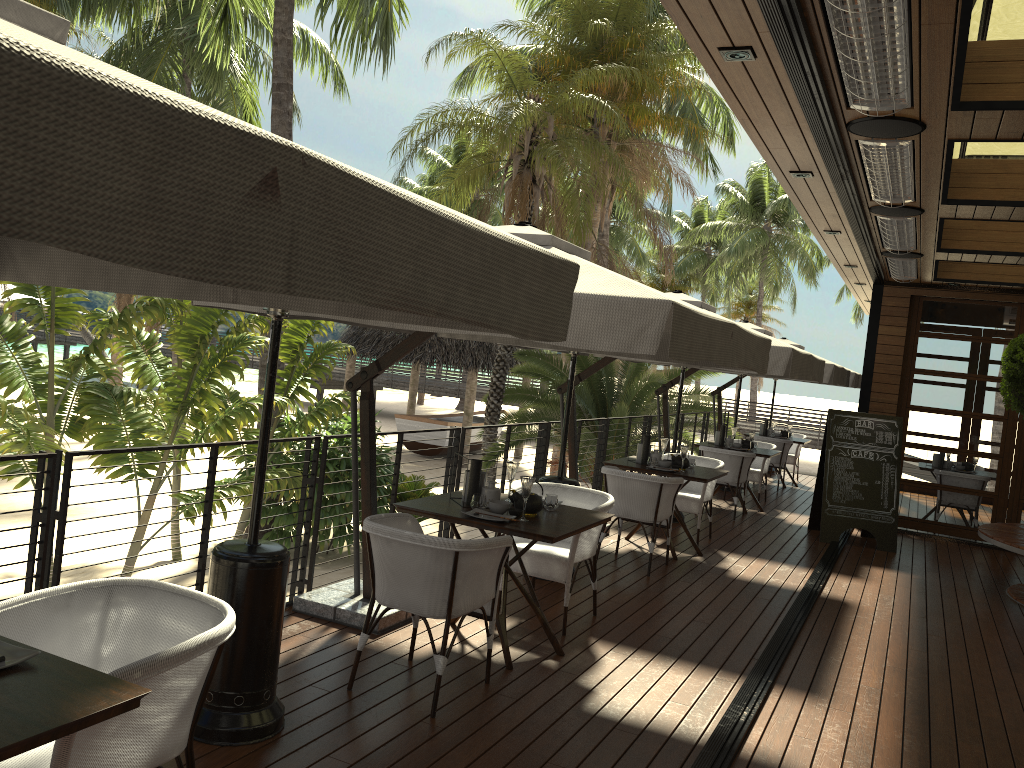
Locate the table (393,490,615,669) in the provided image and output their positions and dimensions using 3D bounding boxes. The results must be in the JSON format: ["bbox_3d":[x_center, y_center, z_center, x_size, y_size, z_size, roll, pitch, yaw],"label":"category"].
[{"bbox_3d":[-0.059,1.064,4.897,0.932,0.749,0.931,7,2,25],"label":"table"}]

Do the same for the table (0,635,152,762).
[{"bbox_3d":[-1.480,1.014,1.816,0.932,0.749,0.931,7,2,25],"label":"table"}]

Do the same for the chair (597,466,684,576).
[{"bbox_3d":[1.008,1.084,7.194,0.628,0.788,0.616,7,2,26],"label":"chair"}]

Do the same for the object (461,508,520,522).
[{"bbox_3d":[-0.096,0.683,4.551,0.295,0.025,0.170,8,2,25],"label":"object"}]

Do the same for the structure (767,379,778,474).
[{"bbox_3d":[4.600,0.475,15.693,0.699,2.191,0.699,7,1,12],"label":"structure"}]

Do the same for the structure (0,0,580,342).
[{"bbox_3d":[-1.470,0.222,1.817,2.416,2.332,2.412,7,2,25],"label":"structure"}]

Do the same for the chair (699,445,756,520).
[{"bbox_3d":[2.468,1.135,10.361,0.628,0.788,0.616,7,2,26],"label":"chair"}]

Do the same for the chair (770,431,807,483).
[{"bbox_3d":[4.566,1.211,14.850,0.628,0.788,0.616,7,2,26],"label":"chair"}]

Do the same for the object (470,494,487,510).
[{"bbox_3d":[-0.177,0.636,4.740,0.086,0.086,0.086,7,2,29],"label":"object"}]

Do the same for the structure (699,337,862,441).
[{"bbox_3d":[4.184,0.422,14.077,2.416,2.332,2.412,7,2,25],"label":"structure"}]

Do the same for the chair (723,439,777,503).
[{"bbox_3d":[3.141,1.161,11.761,0.628,0.788,0.616,7,2,26],"label":"chair"}]

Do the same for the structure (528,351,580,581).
[{"bbox_3d":[0.399,0.326,6.584,0.699,2.191,0.699,7,1,12],"label":"structure"}]

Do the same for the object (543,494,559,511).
[{"bbox_3d":[0.221,0.671,5.015,0.086,0.086,0.086,7,2,29],"label":"object"}]

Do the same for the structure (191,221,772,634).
[{"bbox_3d":[-0.056,0.272,4.882,2.416,2.332,2.412,7,2,25],"label":"structure"}]

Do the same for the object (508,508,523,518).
[{"bbox_3d":[0.017,0.683,4.673,0.080,0.042,0.080,6,2,-14],"label":"object"}]

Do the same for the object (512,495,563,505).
[{"bbox_3d":[0.134,0.685,5.210,0.295,0.025,0.170,8,2,25],"label":"object"}]

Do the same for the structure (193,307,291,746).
[{"bbox_3d":[-0.999,0.277,3.553,0.699,2.191,0.699,7,1,12],"label":"structure"}]

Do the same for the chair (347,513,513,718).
[{"bbox_3d":[-0.398,1.034,4.147,0.628,0.788,0.616,7,2,26],"label":"chair"}]

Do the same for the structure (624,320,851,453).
[{"bbox_3d":[2.771,0.372,11.012,2.416,2.332,2.412,7,2,25],"label":"structure"}]

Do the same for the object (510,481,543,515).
[{"bbox_3d":[0.093,0.616,4.832,0.163,0.179,0.168,7,2,27],"label":"object"}]

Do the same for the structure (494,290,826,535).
[{"bbox_3d":[1.357,0.322,7.947,2.416,2.332,2.412,7,2,25],"label":"structure"}]

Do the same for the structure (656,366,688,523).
[{"bbox_3d":[1.793,0.376,9.607,0.699,2.191,0.699,7,1,12],"label":"structure"}]

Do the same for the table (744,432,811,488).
[{"bbox_3d":[4.193,1.214,14.118,0.932,0.749,0.931,7,2,25],"label":"table"}]

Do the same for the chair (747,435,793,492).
[{"bbox_3d":[3.873,1.185,13.407,0.628,0.788,0.616,7,2,26],"label":"chair"}]

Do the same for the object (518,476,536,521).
[{"bbox_3d":[0.070,0.595,4.602,0.082,0.227,0.082,7,1,26],"label":"object"}]

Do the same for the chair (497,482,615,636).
[{"bbox_3d":[0.275,1.060,5.546,0.628,0.788,0.616,7,2,26],"label":"chair"}]

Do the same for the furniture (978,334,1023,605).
[{"bbox_3d":[5.434,0.636,7.287,2.568,2.721,2.721,6,2,-10],"label":"furniture"}]

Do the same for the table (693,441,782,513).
[{"bbox_3d":[2.776,1.164,11.044,0.932,0.749,0.931,7,2,25],"label":"table"}]

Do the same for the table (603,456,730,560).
[{"bbox_3d":[1.358,1.114,7.971,0.932,0.749,0.931,7,2,25],"label":"table"}]

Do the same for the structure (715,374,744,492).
[{"bbox_3d":[3.215,0.426,12.691,0.699,2.191,0.699,7,1,12],"label":"structure"}]

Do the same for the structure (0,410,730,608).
[{"bbox_3d":[-1.548,0.869,4.472,0.163,1.153,26.255,7,2,25],"label":"structure"}]

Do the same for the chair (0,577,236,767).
[{"bbox_3d":[-1.155,1.009,2.445,0.628,0.788,0.616,7,2,26],"label":"chair"}]

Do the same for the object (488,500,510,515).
[{"bbox_3d":[-0.071,0.660,4.713,0.116,0.065,0.116,7,2,23],"label":"object"}]

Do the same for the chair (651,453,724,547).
[{"bbox_3d":[1.705,1.110,8.647,0.628,0.788,0.616,7,2,26],"label":"chair"}]
